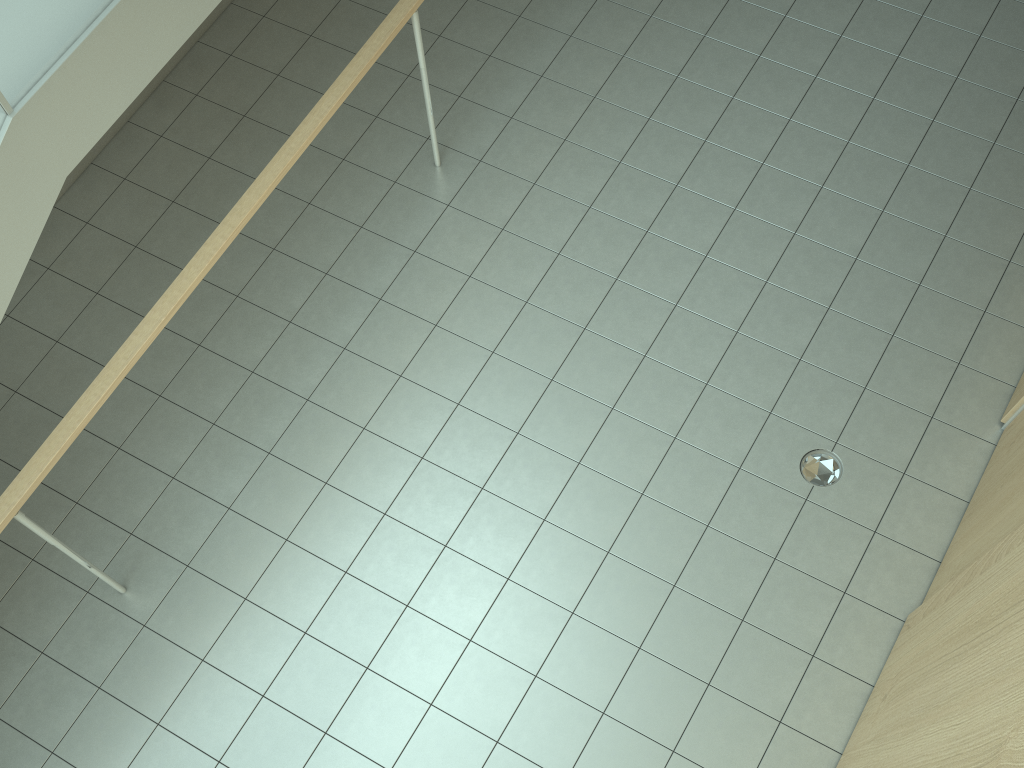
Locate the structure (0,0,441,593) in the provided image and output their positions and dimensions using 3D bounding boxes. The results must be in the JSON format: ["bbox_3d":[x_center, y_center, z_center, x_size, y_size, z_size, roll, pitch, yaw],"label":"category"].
[{"bbox_3d":[-1.462,-2.275,2.730,1.825,4.711,11.788,28,73,17],"label":"structure"}]
